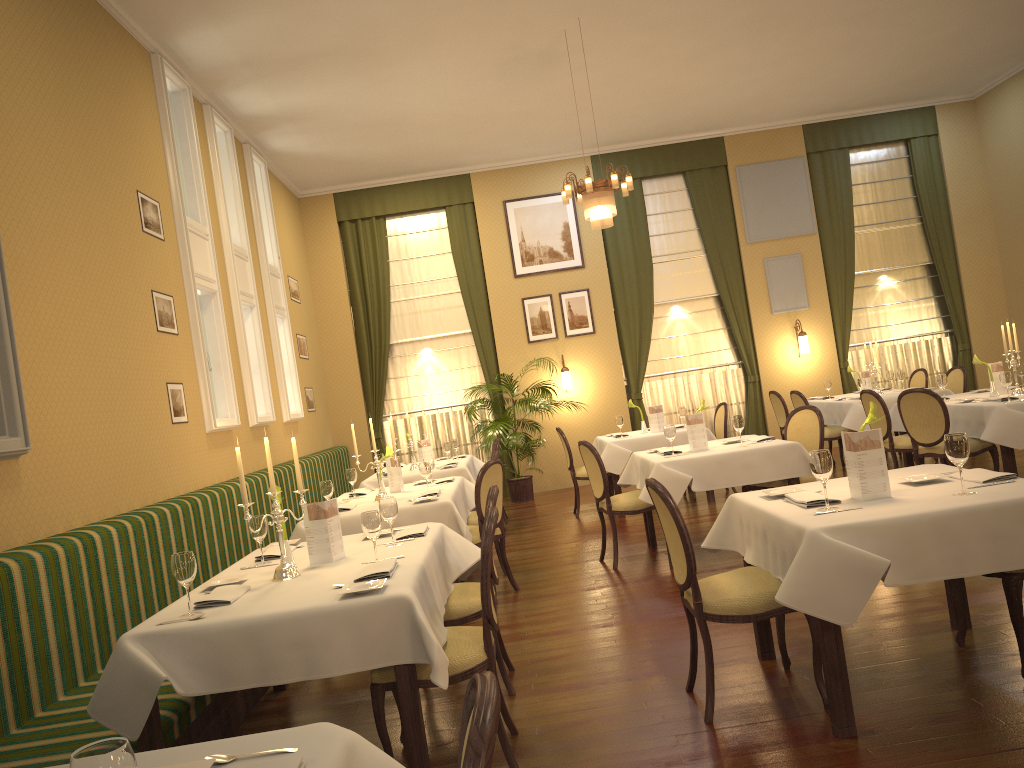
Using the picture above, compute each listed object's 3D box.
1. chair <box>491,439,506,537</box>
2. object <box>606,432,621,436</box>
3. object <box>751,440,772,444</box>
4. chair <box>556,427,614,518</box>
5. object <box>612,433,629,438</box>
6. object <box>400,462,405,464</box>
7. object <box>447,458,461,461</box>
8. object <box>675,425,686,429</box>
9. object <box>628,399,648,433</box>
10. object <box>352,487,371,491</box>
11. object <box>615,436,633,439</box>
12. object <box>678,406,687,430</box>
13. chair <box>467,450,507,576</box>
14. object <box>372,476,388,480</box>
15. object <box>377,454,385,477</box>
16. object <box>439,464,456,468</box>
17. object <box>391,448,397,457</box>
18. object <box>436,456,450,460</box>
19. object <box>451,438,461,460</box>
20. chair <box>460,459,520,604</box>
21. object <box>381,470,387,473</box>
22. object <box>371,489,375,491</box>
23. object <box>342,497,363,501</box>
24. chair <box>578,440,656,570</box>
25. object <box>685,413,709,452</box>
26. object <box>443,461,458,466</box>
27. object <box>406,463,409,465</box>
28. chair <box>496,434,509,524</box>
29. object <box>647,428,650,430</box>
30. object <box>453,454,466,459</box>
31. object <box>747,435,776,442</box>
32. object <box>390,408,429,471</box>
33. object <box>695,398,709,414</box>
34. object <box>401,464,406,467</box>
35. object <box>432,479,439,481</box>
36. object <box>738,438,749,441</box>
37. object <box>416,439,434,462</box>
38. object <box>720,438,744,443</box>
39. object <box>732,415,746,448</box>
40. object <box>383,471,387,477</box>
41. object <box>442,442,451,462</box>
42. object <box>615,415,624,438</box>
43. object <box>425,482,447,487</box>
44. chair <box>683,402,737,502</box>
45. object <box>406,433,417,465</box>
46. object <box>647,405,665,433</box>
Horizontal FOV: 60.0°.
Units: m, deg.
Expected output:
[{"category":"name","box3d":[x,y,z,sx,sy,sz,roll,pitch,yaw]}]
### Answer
[{"category":"chair","box3d":[-0.351,1.060,8.852,0.571,0.955,0.530,-9,-1,-1]},{"category":"object","box3d":[1.113,0.553,9.662,0.160,0.024,0.160,-9,-1,-1]},{"category":"object","box3d":[1.809,0.424,6.475,0.185,0.010,0.017,-9,-1,-1]},{"category":"chair","box3d":[0.817,0.890,9.401,0.571,0.955,0.530,-9,-1,-1]},{"category":"object","box3d":[1.147,0.543,9.394,0.142,0.033,0.273,-9,-1,-1]},{"category":"object","box3d":[-1.298,0.920,10.107,0.160,0.024,0.160,-9,-1,-1]},{"category":"object","box3d":[-0.645,0.824,9.672,0.185,0.010,0.017,-9,-1,-1]},{"category":"object","box3d":[1.749,0.457,9.429,0.142,0.024,0.273,-9,-1,-1]},{"category":"object","box3d":[1.333,0.339,9.381,0.163,0.375,0.076,-9,-1,21]},{"category":"object","box3d":[-1.256,0.888,7.408,0.160,0.024,0.160,-9,-1,-1]},{"category":"object","box3d":[1.149,0.549,9.105,0.185,0.010,0.017,-9,-1,0]},{"category":"object","box3d":[1.754,0.347,9.070,0.088,0.229,0.088,-8,-1,-43]},{"category":"chair","box3d":[-0.320,1.037,6.996,0.571,0.955,0.530,-9,-1,-1]},{"category":"object","box3d":[-1.265,0.904,8.563,0.181,0.015,0.038,-9,-1,0]},{"category":"object","box3d":[-1.277,0.798,8.653,0.088,0.229,0.088,-8,-1,-43]},{"category":"object","box3d":[-0.620,0.803,8.593,0.160,0.024,0.160,-9,-1,-1]},{"category":"object","box3d":[-1.288,0.809,9.633,0.088,0.229,0.088,-8,-1,-43]},{"category":"object","box3d":[-0.772,0.839,9.965,0.160,0.024,0.160,-9,-1,-1]},{"category":"object","box3d":[-0.600,0.705,9.576,0.088,0.229,0.088,-8,-1,-43]},{"category":"chair","box3d":[-0.303,1.027,6.182,0.571,0.955,0.530,-9,-1,24]},{"category":"object","box3d":[-1.302,0.912,9.169,0.160,0.024,0.160,-9,-1,-1]},{"category":"object","box3d":[-1.209,0.884,7.306,0.181,0.015,0.038,-9,-1,0]},{"category":"object","box3d":[-1.220,0.883,6.850,0.185,0.010,0.017,-9,-1,0]},{"category":"chair","box3d":[0.856,0.858,6.712,0.571,0.955,0.530,-8,-1,-11]},{"category":"object","box3d":[1.347,0.361,6.577,0.081,0.277,0.166,-8,-1,-45]},{"category":"object","box3d":[-0.620,0.804,8.913,0.142,0.033,0.273,-9,-1,-1]},{"category":"object","box3d":[-1.251,0.916,10.005,0.181,0.015,0.038,-9,-1,0]},{"category":"chair","box3d":[-0.331,1.065,9.695,0.571,0.955,0.530,-9,-1,-1]},{"category":"object","box3d":[1.518,0.492,9.655,0.160,0.024,0.160,-9,-1,-1]},{"category":"object","box3d":[-0.583,0.811,9.863,0.142,0.024,0.273,-9,-1,-1]},{"category":"object","box3d":[1.871,0.412,6.665,0.142,0.024,0.273,-9,-1,-1]},{"category":"object","box3d":[-1.033,0.554,9.033,0.390,0.655,0.131,-9,-1,5]},{"category":"object","box3d":[1.423,0.300,6.689,0.163,0.375,0.076,-8,-1,-24]},{"category":"object","box3d":[-1.264,0.910,9.838,0.142,0.033,0.273,-9,-1,-1]},{"category":"object","box3d":[-0.597,0.792,7.381,0.181,0.015,0.038,-9,-1,0]},{"category":"object","box3d":[1.814,0.425,6.882,0.181,0.015,0.038,-9,-1,0]},{"category":"object","box3d":[-0.935,0.732,9.435,0.166,0.277,0.081,-9,-1,15]},{"category":"object","box3d":[1.682,0.440,6.767,0.160,0.024,0.160,-9,-1,-1]},{"category":"object","box3d":[1.639,0.338,6.381,0.088,0.229,0.088,-9,-1,41]},{"category":"object","box3d":[-1.213,0.893,8.869,0.142,0.033,0.273,-9,-1,-1]},{"category":"object","box3d":[-0.660,0.710,9.103,0.088,0.229,0.088,-8,-1,-43]},{"category":"object","box3d":[1.124,0.443,9.189,0.088,0.229,0.088,-8,-1,-43]},{"category":"object","box3d":[-0.603,0.791,6.973,0.185,0.010,0.017,-9,-1,-1]},{"category":"chair","box3d":[2.046,0.705,9.371,0.571,0.955,0.530,-9,-1,-1]},{"category":"object","box3d":[-1.059,0.699,9.361,0.076,0.375,0.163,-8,-1,-14]},{"category":"object","box3d":[1.507,0.363,9.237,0.166,0.277,0.081,-9,-1,5]}]
